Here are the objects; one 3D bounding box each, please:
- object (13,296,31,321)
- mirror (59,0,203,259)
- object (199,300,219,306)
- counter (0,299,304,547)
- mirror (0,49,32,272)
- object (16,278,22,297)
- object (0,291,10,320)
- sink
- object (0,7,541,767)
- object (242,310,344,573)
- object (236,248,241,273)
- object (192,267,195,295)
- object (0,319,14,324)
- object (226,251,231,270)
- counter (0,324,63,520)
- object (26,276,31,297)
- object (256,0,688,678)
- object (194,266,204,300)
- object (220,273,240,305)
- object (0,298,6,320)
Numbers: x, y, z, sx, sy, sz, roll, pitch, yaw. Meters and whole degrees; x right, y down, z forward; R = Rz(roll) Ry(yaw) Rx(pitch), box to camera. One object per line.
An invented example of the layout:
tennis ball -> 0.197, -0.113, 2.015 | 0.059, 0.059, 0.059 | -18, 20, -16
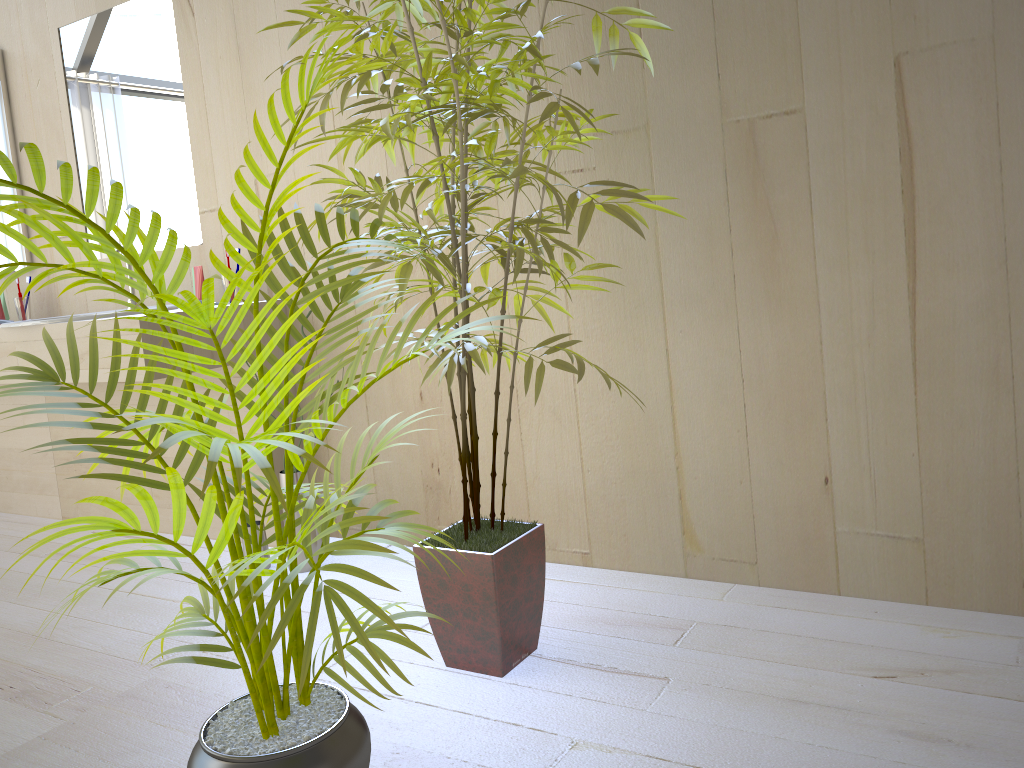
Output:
object -> -1.911, -0.290, 3.463 | 0.058, 0.100, 0.059 | -1, 7, 39
mirror -> -1.359, -0.899, 3.155 | 0.652, 0.864, 0.023 | -2, 6, 32
object -> -0.956, -0.254, 2.755 | 0.105, 0.029, 0.033 | -8, 7, -17
counter -> -1.328, 0.168, 2.963 | 1.204, 0.787, 0.554 | -1, 7, 32
mirror -> -2.248, -0.885, 3.686 | 0.652, 0.864, 0.023 | -2, 6, 32
object -> -1.905, -0.329, 3.431 | 0.012, 0.177, 0.050 | -7, 5, -18
object -> -2.056, -0.309, 3.574 | 0.039, 0.134, 0.039 | -6, 5, -9
sink -> -1.365, -0.233, 2.872 | 0.573, 0.417, 0.507 | -1, 8, 36
object -> -0.413, 0.116, 1.213 | 0.919, 1.151, 0.753 | -8, 6, -24
object -> -0.643, 0.158, 2.667 | 0.273, 0.745, 0.409 | -4, 6, 20
object -> -0.883, -0.344, 2.823 | 0.054, 0.174, 0.012 | -9, 6, -32
object -> -1.038, -0.320, 2.930 | 0.039, 0.134, 0.039 | -7, 5, -16
object -> -1.974, -0.243, 3.400 | 0.105, 0.029, 0.033 | -8, 7, -17
object -> -0.887, -0.340, 2.787 | 0.012, 0.177, 0.050 | -7, 5, -18
counter -> -2.346, 0.179, 3.607 | 1.204, 0.787, 0.554 | -1, 7, 32
object -> -1.901, -0.333, 3.468 | 0.054, 0.174, 0.012 | -9, 6, -32
object -> -0.082, -0.294, 1.842 | 0.790, 1.748, 0.936 | -9, 6, -32
object -> -0.994, -0.309, 2.824 | 0.039, 0.134, 0.039 | -7, 5, -16
object -> -0.892, -0.301, 2.818 | 0.058, 0.100, 0.059 | -1, 7, 43
object -> -2.013, -0.298, 3.469 | 0.039, 0.134, 0.039 | -6, 5, -9
